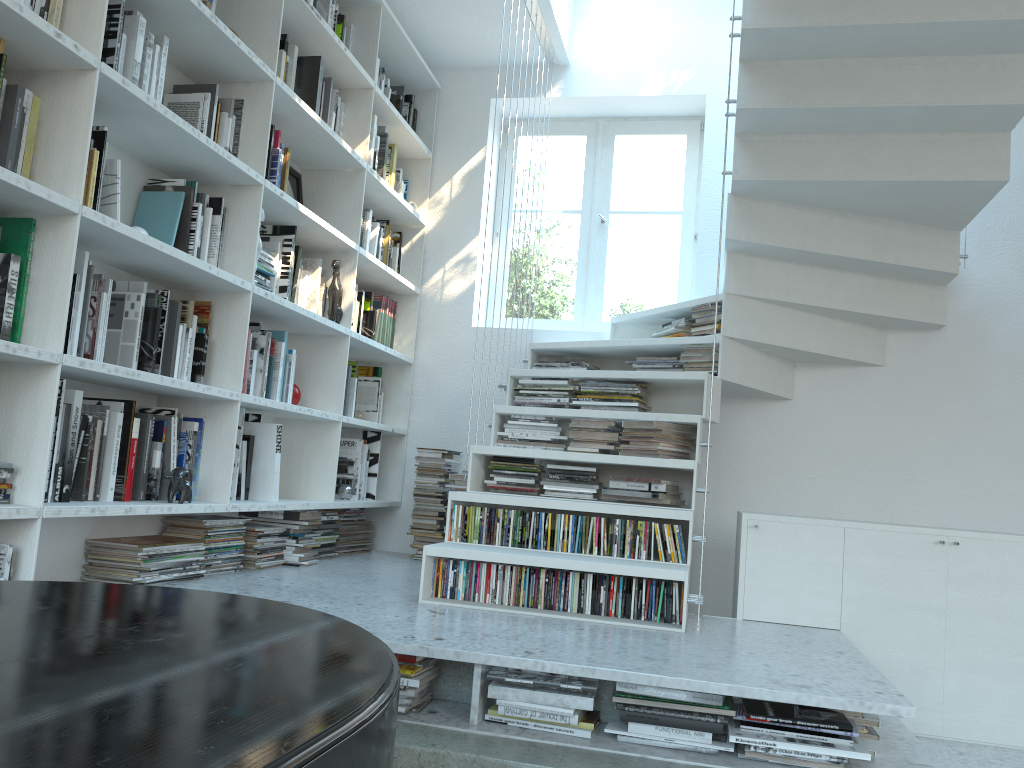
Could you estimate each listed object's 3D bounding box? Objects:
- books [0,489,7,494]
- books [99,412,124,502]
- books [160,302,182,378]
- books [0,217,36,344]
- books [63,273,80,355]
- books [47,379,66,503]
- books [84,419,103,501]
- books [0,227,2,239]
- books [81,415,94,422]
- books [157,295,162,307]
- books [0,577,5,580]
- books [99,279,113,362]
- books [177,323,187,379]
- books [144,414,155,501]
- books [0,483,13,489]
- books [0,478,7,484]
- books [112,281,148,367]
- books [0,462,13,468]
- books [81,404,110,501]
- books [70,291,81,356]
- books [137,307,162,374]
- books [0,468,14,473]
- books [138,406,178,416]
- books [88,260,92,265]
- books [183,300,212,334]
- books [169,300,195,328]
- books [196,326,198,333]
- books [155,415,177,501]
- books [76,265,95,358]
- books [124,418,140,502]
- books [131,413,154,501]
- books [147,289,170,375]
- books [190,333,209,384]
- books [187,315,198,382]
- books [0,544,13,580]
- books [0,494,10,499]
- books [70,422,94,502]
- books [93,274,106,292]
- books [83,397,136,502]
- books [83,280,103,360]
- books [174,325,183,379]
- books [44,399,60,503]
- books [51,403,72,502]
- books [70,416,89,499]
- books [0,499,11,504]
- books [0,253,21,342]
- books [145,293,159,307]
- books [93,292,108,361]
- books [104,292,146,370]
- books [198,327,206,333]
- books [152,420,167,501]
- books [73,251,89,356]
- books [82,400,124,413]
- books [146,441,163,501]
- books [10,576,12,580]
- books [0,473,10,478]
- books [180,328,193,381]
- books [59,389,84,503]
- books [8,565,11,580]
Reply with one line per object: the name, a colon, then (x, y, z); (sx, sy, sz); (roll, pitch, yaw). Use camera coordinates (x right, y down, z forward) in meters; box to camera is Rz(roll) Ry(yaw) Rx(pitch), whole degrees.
books: (-1.293, 0.231, 1.972); (0.161, 0.012, 0.254); (2, -7, 19)
books: (-1.209, 0.202, 2.527); (0.181, 0.252, 0.025); (3, -6, 13)
books: (-1.127, -0.134, 2.767); (0.184, 0.250, 0.018); (3, -6, 13)
books: (-1.268, -0.247, 2.169); (0.182, 0.324, 0.014); (3, -6, 13)
books: (-1.227, -0.179, 2.315); (0.188, 0.226, 0.011); (3, -6, 13)
books: (-1.252, 0.140, 2.285); (0.186, 0.316, 0.010); (3, -6, 13)
books: (-1.234, 0.207, 2.480); (0.159, 0.228, 0.024); (3, -6, 13)
books: (-1.294, -0.237, 2.108); (0.138, 0.285, 0.013); (3, -6, 13)
books: (-1.243, 0.200, 2.456); (0.142, 0.234, 0.029); (3, -6, 13)
books: (-1.159, -0.146, 2.716); (0.158, 0.258, 0.008); (3, -6, 13)
books: (-1.245, 0.539, 2.016); (0.178, 0.212, 0.011); (3, -6, 13)
books: (-1.210, -0.172, 2.479); (0.172, 0.251, 0.013); (3, -6, 13)
books: (-1.126, -0.100, 2.824); (0.175, 0.194, 0.015); (3, -6, 13)
books: (-1.181, 0.218, 2.701); (0.169, 0.262, 0.026); (3, -6, 13)
books: (-1.290, 0.219, 1.972); (0.159, 0.012, 0.285); (3, -6, 16)
books: (-1.293, 0.207, 1.975); (0.161, 0.012, 0.254); (3, -7, 18)
books: (-1.180, -0.168, 2.679); (0.131, 0.289, 0.016); (3, -6, 13)
books: (-1.282, 0.171, 1.975); (0.161, 0.012, 0.254); (2, -7, 22)
books: (-1.226, 0.190, 2.500); (0.171, 0.267, 0.014); (3, -6, 13)
books: (-1.230, -0.156, 2.339); (0.183, 0.186, 0.013); (3, -6, 13)
books: (-1.153, -0.128, 2.685); (0.177, 0.215, 0.016); (3, -6, 13)
books: (-1.290, 0.183, 1.976); (0.159, 0.012, 0.285); (3, -7, 17)
books: (-1.150, 0.220, 2.844); (0.134, 0.293, 0.013); (3, -6, 13)
books: (-1.232, -0.198, 2.411); (0.159, 0.284, 0.006); (3, -6, 13)
books: (-1.089, -0.133, 2.959); (0.162, 0.295, 0.007); (3, -6, 13)
books: (-1.116, -0.135, 2.856); (0.173, 0.274, 0.006); (3, -6, 13)
books: (-1.114, -0.092, 2.935); (0.141, 0.205, 0.016); (3, -6, 13)
books: (-1.151, 0.229, 2.801); (0.186, 0.266, 0.070); (3, -6, 13)
books: (-1.221, -0.191, 2.388); (0.183, 0.267, 0.012); (3, -6, 13)
books: (-1.192, 0.216, 2.601); (0.184, 0.243, 0.031); (3, -6, 13)
books: (-1.180, 0.215, 2.675); (0.173, 0.262, 0.026); (3, -6, 13)
books: (-1.154, -0.154, 2.762); (0.159, 0.284, 0.007); (3, -6, 13)
books: (-1.092, -0.080, 2.912); (0.189, 0.180, 0.016); (3, -6, 13)
books: (-1.114, -0.112, 2.865); (0.181, 0.229, 0.018); (3, -6, 13)
books: (-1.245, 0.505, 2.037); (0.172, 0.284, 0.021); (3, -6, 13)
books: (-1.297, 0.243, 1.971); (0.159, 0.012, 0.285); (3, -7, 18)
books: (-1.239, 0.207, 2.433); (0.175, 0.217, 0.011); (3, -6, 13)
books: (-1.212, -0.178, 2.466); (0.142, 0.261, 0.014); (3, -6, 13)
books: (-1.192, 0.189, 2.582); (0.175, 0.292, 0.012); (3, -6, 13)
books: (-1.218, -0.171, 2.437); (0.176, 0.238, 0.015); (3, -6, 13)
books: (-1.126, -0.098, 2.781); (0.182, 0.182, 0.018); (3, -6, 13)
books: (-1.257, 0.164, 2.266); (0.186, 0.262, 0.023); (3, -6, 13)
books: (-1.249, 0.173, 2.313); (0.178, 0.256, 0.023); (3, -6, 13)
books: (-1.245, 0.195, 2.396); (0.162, 0.231, 0.066); (3, -6, 13)
books: (-1.293, 0.255, 1.969); (0.159, 0.012, 0.285); (3, -6, 16)
books: (-1.272, -0.202, 2.121); (0.171, 0.223, 0.029); (3, -6, 13)
books: (-1.162, -0.149, 2.705); (0.149, 0.262, 0.015); (3, -6, 13)
books: (-1.212, -0.153, 2.449); (0.180, 0.207, 0.014); (3, -6, 13)
books: (-1.173, -0.150, 2.658); (0.130, 0.251, 0.019); (3, -6, 13)
books: (-1.102, -0.089, 2.946); (0.158, 0.203, 0.013); (3, -6, 13)
books: (-1.165, 0.233, 2.764); (0.164, 0.248, 0.012); (3, -6, 13)
books: (-1.222, -0.209, 2.357); (0.175, 0.296, 0.014); (3, -6, 13)
books: (-1.216, 0.190, 2.575); (0.159, 0.284, 0.012); (3, -6, 13)
books: (-1.170, 0.264, 2.742); (0.169, 0.181, 0.025); (3, -6, 13)
books: (-1.258, 0.548, 2.080); (0.160, 0.206, 0.012); (3, -6, 13)
books: (-1.282, 0.195, 1.972); (0.161, 0.012, 0.254); (3, -6, 13)
books: (-1.119, -0.091, 2.838); (0.190, 0.183, 0.019); (3, -6, 13)
books: (-1.240, 0.158, 2.340); (0.188, 0.294, 0.030); (3, -6, 13)
books: (-1.248, 0.534, 2.067); (0.149, 0.233, 0.013); (3, -6, 13)
